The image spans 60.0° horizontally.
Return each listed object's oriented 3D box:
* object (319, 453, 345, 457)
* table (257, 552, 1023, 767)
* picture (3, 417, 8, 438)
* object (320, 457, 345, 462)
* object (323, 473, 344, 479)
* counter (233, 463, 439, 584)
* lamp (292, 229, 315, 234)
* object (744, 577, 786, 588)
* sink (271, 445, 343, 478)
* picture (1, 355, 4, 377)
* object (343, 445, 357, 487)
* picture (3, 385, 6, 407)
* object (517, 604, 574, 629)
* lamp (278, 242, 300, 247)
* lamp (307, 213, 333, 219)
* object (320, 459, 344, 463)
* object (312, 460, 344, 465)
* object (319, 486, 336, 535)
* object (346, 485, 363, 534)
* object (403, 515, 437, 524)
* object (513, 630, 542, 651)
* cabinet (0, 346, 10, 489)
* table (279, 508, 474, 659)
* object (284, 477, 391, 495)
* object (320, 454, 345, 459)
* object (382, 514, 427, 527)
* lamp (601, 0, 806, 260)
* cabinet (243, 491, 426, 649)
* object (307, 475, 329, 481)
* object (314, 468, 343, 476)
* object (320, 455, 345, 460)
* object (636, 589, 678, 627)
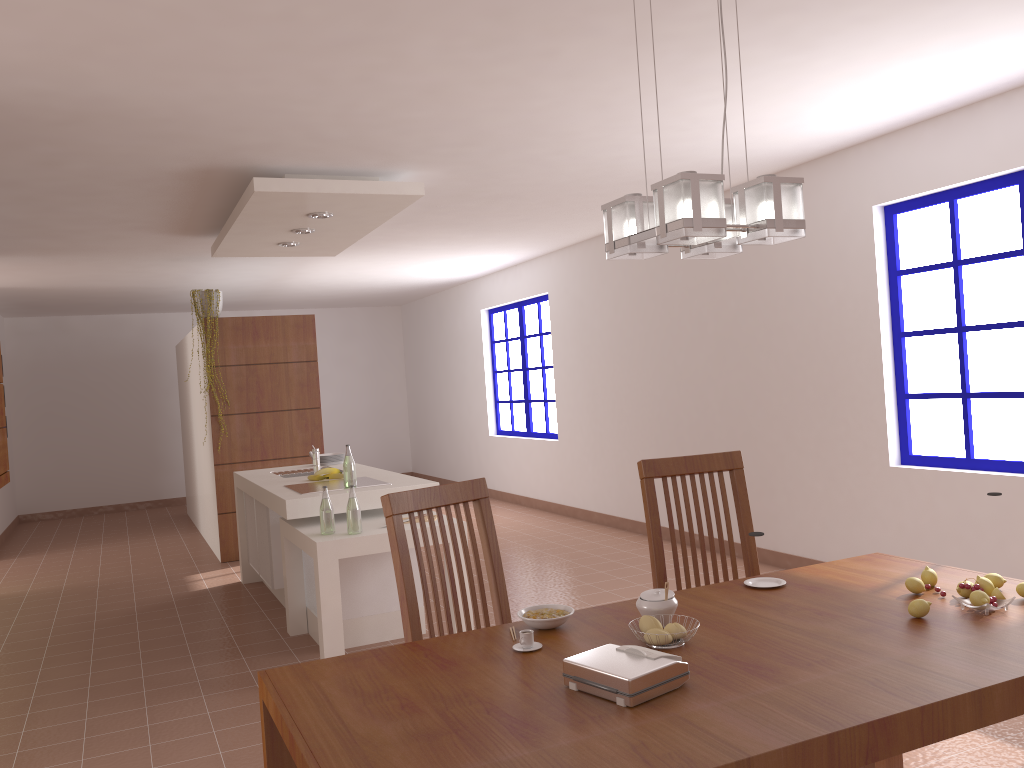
[{"bbox_3d":[-1.350,0.529,6.544,0.228,0.020,0.228,-4,0,-42],"label":"object"},{"bbox_3d":[0.481,0.918,1.867,1.800,0.740,0.900,-4,0,-24],"label":"table"},{"bbox_3d":[-5.506,0.474,9.521,0.015,0.248,1.408,-4,0,-24],"label":"picture"},{"bbox_3d":[-1.348,0.560,6.544,0.228,0.020,0.228,-4,0,-42],"label":"object"},{"bbox_3d":[-1.083,0.561,5.394,0.207,0.033,0.060,-4,0,21],"label":"object"},{"bbox_3d":[-1.182,0.985,5.625,0.821,0.800,2.156,-4,0,-24],"label":"counter"},{"bbox_3d":[-1.323,-0.986,5.613,0.143,0.059,0.143,-4,0,4],"label":"lamp"},{"bbox_3d":[0.670,0.528,2.349,0.108,0.008,0.108,-4,0,31],"label":"object"},{"bbox_3d":[-1.384,0.590,6.006,0.404,0.368,0.668,-4,0,-24],"label":"sink"},{"bbox_3d":[-5.554,-0.224,9.517,0.015,0.248,1.408,-4,0,-24],"label":"picture"},{"bbox_3d":[-0.890,0.447,4.848,0.071,0.230,0.071,-4,0,-43],"label":"object"},{"bbox_3d":[-5.530,0.125,9.519,0.015,0.248,1.408,-4,0,-24],"label":"picture"},{"bbox_3d":[0.081,0.556,2.096,0.136,0.036,0.136,-4,0,24],"label":"object"},{"bbox_3d":[-1.527,-0.974,6.068,0.143,0.059,0.143,-4,0,4],"label":"lamp"},{"bbox_3d":[-1.116,-0.998,5.152,0.143,0.059,0.143,-4,0,-41],"label":"lamp"},{"bbox_3d":[-1.347,0.570,6.544,0.228,0.020,0.228,-4,0,-42],"label":"object"},{"bbox_3d":[-1.347,0.580,6.544,0.228,0.020,0.228,-4,0,-42],"label":"object"},{"bbox_3d":[-0.895,0.609,4.282,0.071,0.230,0.071,-4,0,-43],"label":"object"},{"bbox_3d":[-0.758,0.599,4.236,0.071,0.230,0.071,-4,0,-43],"label":"object"},{"bbox_3d":[-0.503,0.693,4.525,0.266,0.006,0.168,-4,0,-7],"label":"object"},{"bbox_3d":[0.033,0.559,1.936,0.065,0.037,0.065,-4,0,-11],"label":"object"},{"bbox_3d":[-3.342,0.135,4.624,0.754,1.200,4.718,-4,0,-24],"label":"cabinet"},{"bbox_3d":[-0.742,1.036,4.666,0.737,0.647,1.003,-4,0,-24],"label":"table"},{"bbox_3d":[-0.996,0.572,5.024,0.493,0.006,0.551,-4,0,-24],"label":"object"},{"bbox_3d":[-1.349,0.539,6.544,0.228,0.020,0.228,-4,0,-42],"label":"object"},{"bbox_3d":[-0.539,0.689,4.480,0.041,0.008,0.375,-4,0,33],"label":"object"},{"bbox_3d":[0.375,-0.747,1.893,0.304,0.919,0.304,-4,0,-24],"label":"lamp"},{"bbox_3d":[-1.152,1.033,5.576,0.737,0.700,2.048,-4,0,-24],"label":"cabinet"},{"bbox_3d":[-1.189,0.568,5.375,0.060,0.033,0.207,-4,0,-44],"label":"object"},{"bbox_3d":[-1.112,0.535,5.407,0.047,0.055,0.207,-4,0,43],"label":"object"},{"bbox_3d":[-1.349,0.549,6.544,0.228,0.020,0.228,-4,0,-42],"label":"object"},{"bbox_3d":[0.335,0.517,2.047,0.096,0.079,0.096,-4,0,-29],"label":"object"}]
